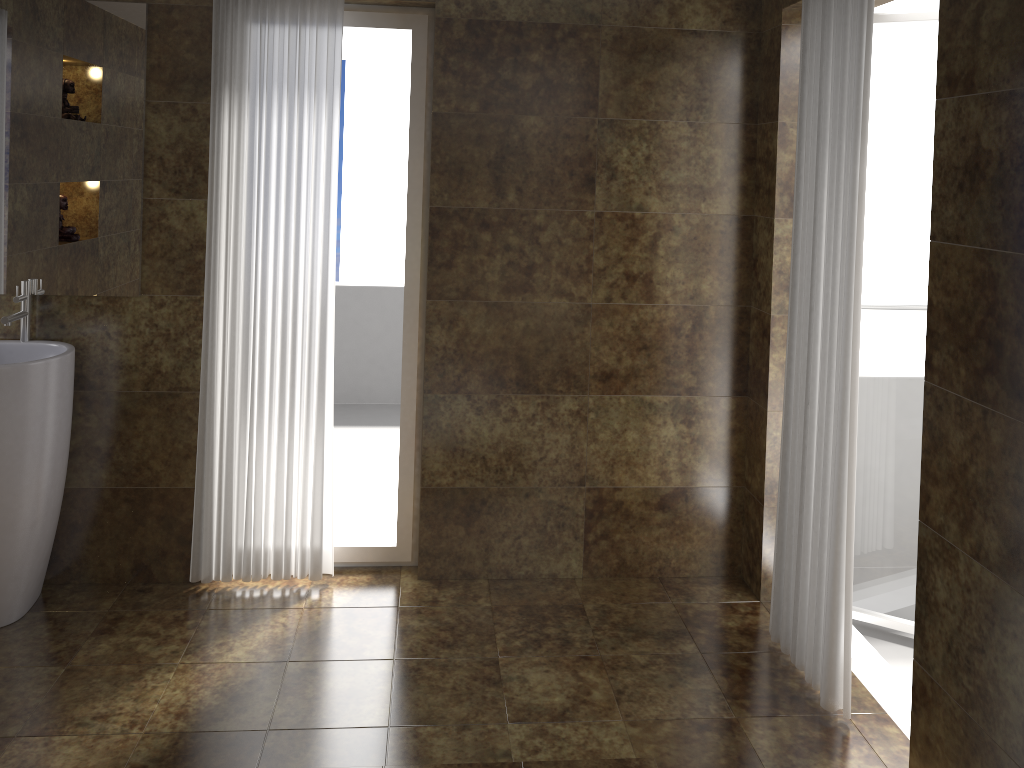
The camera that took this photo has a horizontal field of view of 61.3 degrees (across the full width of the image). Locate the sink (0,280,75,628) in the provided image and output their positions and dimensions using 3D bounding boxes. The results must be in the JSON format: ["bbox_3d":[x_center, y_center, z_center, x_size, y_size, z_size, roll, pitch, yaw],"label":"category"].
[{"bbox_3d":[-1.749,0.234,2.926,0.459,1.113,0.443,2,3,-3],"label":"sink"}]

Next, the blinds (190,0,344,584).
[{"bbox_3d":[-0.891,-0.384,3.189,0.519,2.219,0.068,2,1,-6],"label":"blinds"}]

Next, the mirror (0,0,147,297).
[{"bbox_3d":[-1.735,-0.860,3.133,0.767,1.070,0.008,1,1,-5],"label":"mirror"}]

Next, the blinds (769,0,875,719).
[{"bbox_3d":[0.962,-0.201,2.711,0.069,2.231,0.490,2,2,-6],"label":"blinds"}]

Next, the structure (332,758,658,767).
[{"bbox_3d":[-0.552,1.229,1.064,2.003,0.121,2.064,1,14,-5],"label":"structure"}]

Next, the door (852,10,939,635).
[{"bbox_3d":[1.556,-0.192,2.955,0.967,2.182,0.040,4,2,29],"label":"door"}]
